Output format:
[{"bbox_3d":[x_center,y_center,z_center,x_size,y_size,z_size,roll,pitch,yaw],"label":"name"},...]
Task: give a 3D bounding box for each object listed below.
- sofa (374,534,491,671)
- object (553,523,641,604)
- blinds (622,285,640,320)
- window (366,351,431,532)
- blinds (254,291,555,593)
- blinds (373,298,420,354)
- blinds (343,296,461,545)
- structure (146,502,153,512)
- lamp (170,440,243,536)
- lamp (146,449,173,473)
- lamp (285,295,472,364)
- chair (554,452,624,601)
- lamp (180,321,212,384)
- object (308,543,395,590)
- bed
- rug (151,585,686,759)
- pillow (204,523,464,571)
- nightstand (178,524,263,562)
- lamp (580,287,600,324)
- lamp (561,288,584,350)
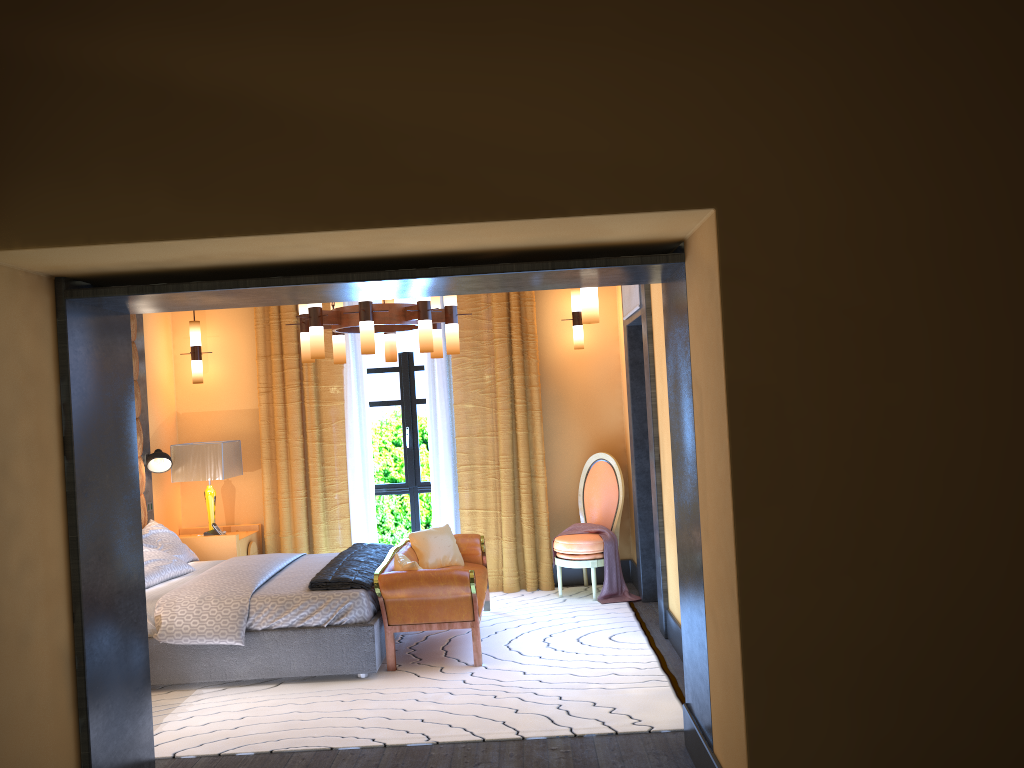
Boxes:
[{"bbox_3d":[-0.501,1.449,6.172,0.650,0.640,1.615,-3,-1,0],"label":"sofa"},{"bbox_3d":[0.683,1.430,7.198,0.428,0.572,0.803,-3,-1,-42],"label":"object"},{"bbox_3d":[0.838,-1.296,6.501,0.042,1.576,0.895,-3,0,0],"label":"blinds"},{"bbox_3d":[-0.922,0.338,7.969,1.200,3.000,0.130,-3,0,1],"label":"window"},{"bbox_3d":[-0.974,-0.236,7.567,2.450,4.146,0.134,-3,0,1],"label":"blinds"},{"bbox_3d":[-0.983,-0.724,7.961,1.200,0.873,0.013,-3,0,1],"label":"blinds"},{"bbox_3d":[-1.011,-0.209,7.650,2.050,4.075,0.236,-3,0,-2],"label":"blinds"},{"bbox_3d":[-2.848,0.965,6.961,0.016,0.071,0.103,-3,-1,0],"label":"structure"},{"bbox_3d":[-2.490,0.881,7.295,0.424,0.802,0.505,-3,-1,0],"label":"lamp"},{"bbox_3d":[-2.632,0.613,7.062,0.568,0.218,0.231,-2,-1,-42],"label":"lamp"},{"bbox_3d":[-0.926,-1.251,5.845,1.141,2.168,1.140,-3,0,23],"label":"lamp"},{"bbox_3d":[0.623,1.157,7.302,0.500,1.147,0.632,-4,-1,34],"label":"chair"},{"bbox_3d":[-2.690,-0.269,7.553,0.199,0.532,0.199,-3,0,-44],"label":"lamp"},{"bbox_3d":[-1.054,1.236,6.097,0.405,0.104,1.461,-3,-1,0],"label":"object"},{"bbox_3d":[-1.855,1.387,6.111,2.106,0.824,1.889,-3,-1,0],"label":"bed"},{"bbox_3d":[-0.907,1.786,5.926,3.702,0.016,3.388,-3,-1,1],"label":"rug"},{"bbox_3d":[-1.177,1.245,6.713,2.630,0.407,1.146,-5,-2,42],"label":"pillow"},{"bbox_3d":[-2.499,1.571,7.386,0.720,0.690,0.680,-3,-1,1],"label":"nightstand"},{"bbox_3d":[0.382,-0.572,4.468,0.199,0.532,0.199,-3,0,-44],"label":"lamp"},{"bbox_3d":[0.554,-0.561,7.521,0.199,0.532,0.199,-3,0,-44],"label":"lamp"}]
